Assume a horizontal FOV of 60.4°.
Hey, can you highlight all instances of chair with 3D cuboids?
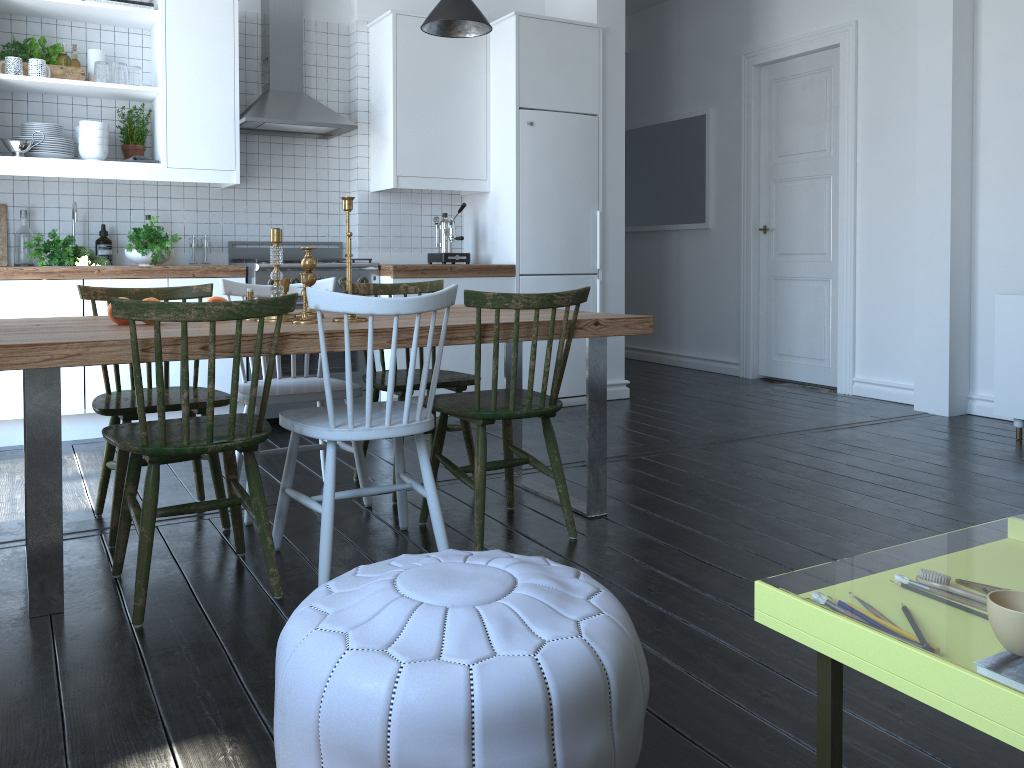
[{"bbox_3d":[-0.840,0.019,3.352,0.467,0.839,0.512,-2,4,-30],"label":"chair"},{"bbox_3d":[-0.873,0.160,2.434,0.468,0.824,0.488,-2,4,-31],"label":"chair"},{"bbox_3d":[-0.405,-0.006,3.580,0.468,0.824,0.488,-2,4,-31],"label":"chair"},{"bbox_3d":[-0.438,0.118,2.662,0.467,0.839,0.512,-2,4,-30],"label":"chair"},{"bbox_3d":[-0.037,0.086,2.932,0.468,0.823,0.488,-2,4,-31],"label":"chair"},{"bbox_3d":[-1.240,0.067,3.082,0.468,0.823,0.488,-2,4,-31],"label":"chair"}]

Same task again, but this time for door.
[{"bbox_3d":[2.047,-1.225,6.294,0.116,2.465,1.045,-1,3,-30],"label":"door"}]

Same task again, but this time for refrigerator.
[{"bbox_3d":[0.150,-0.793,5.652,0.577,1.794,0.683,-1,3,-30],"label":"refrigerator"}]

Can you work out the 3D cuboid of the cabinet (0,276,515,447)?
[{"bbox_3d":[-1.554,-0.191,4.908,3.186,0.811,0.734,-3,5,-21],"label":"cabinet"}]

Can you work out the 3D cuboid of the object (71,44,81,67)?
[{"bbox_3d":[-2.349,-1.707,4.733,0.056,0.233,0.056,-1,2,-27],"label":"object"}]

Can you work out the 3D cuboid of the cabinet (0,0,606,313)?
[{"bbox_3d":[-1.264,-0.985,5.021,3.796,2.362,0.782,-3,3,-26],"label":"cabinet"}]

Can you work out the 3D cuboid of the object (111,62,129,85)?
[{"bbox_3d":[-2.061,-1.626,4.629,0.086,0.119,0.086,-1,4,-7],"label":"object"}]

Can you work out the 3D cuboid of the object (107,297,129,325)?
[{"bbox_3d":[-1.226,-0.229,2.772,0.088,0.089,0.084,-4,6,-39],"label":"object"}]

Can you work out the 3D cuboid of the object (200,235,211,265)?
[{"bbox_3d":[-1.776,-0.776,5.103,0.059,0.172,0.059,-1,2,-16],"label":"object"}]

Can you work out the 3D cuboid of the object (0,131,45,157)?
[{"bbox_3d":[-2.454,-1.198,4.406,0.210,0.134,0.102,-2,4,-17],"label":"object"}]

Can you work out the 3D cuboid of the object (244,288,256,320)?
[{"bbox_3d":[-0.893,-0.275,3.004,0.103,0.113,0.102,-4,6,-44],"label":"object"}]

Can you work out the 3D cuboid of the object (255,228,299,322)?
[{"bbox_3d":[-0.782,-0.362,2.927,0.140,0.309,0.141,0,3,13],"label":"object"}]

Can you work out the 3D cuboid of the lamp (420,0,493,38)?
[{"bbox_3d":[-0.297,-2.360,4.686,0.385,0.936,0.387,-1,3,-21],"label":"lamp"}]

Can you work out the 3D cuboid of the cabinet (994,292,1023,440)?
[{"bbox_3d":[2.951,-0.034,4.050,0.591,0.731,1.209,-2,7,-29],"label":"cabinet"}]

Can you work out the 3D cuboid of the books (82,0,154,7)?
[{"bbox_3d":[-2.137,-2.040,4.764,0.342,0.016,0.276,-4,9,-28],"label":"books"}]

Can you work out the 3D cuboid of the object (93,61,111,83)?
[{"bbox_3d":[-2.142,-1.621,4.600,0.086,0.119,0.086,-1,4,-7],"label":"object"}]

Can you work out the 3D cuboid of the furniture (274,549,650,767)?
[{"bbox_3d":[-0.090,0.529,1.486,0.611,0.417,0.618,-4,7,-35],"label":"furniture"}]

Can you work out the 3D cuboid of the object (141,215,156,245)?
[{"bbox_3d":[-2.033,-0.805,4.926,0.066,0.281,0.066,-1,2,-35],"label":"object"}]

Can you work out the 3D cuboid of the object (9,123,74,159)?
[{"bbox_3d":[-2.457,-1.257,4.604,0.301,0.193,0.308,-3,7,-28],"label":"object"}]

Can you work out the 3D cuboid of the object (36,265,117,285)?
[{"bbox_3d":[-2.267,-0.561,4.585,0.372,0.111,0.356,-4,9,-29],"label":"object"}]

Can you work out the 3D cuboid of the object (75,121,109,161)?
[{"bbox_3d":[-2.228,-1.278,4.672,0.150,0.215,0.311,-2,6,-32],"label":"object"}]

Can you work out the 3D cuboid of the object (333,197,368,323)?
[{"bbox_3d":[-0.530,-0.406,2.880,0.114,0.409,0.114,1,2,22],"label":"object"}]

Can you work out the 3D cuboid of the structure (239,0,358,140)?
[{"bbox_3d":[-1.296,-2.127,5.124,0.634,1.299,0.530,-2,3,-30],"label":"structure"}]

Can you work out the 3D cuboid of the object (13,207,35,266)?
[{"bbox_3d":[-2.585,-0.782,4.665,0.098,0.316,0.098,-1,2,-30],"label":"object"}]

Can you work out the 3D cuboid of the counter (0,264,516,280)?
[{"bbox_3d":[-1.532,-0.615,4.843,3.106,0.073,0.852,-5,9,-29],"label":"counter"}]

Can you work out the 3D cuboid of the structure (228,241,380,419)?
[{"bbox_3d":[-1.207,-0.322,5.109,0.701,1.015,0.725,-2,4,-30],"label":"structure"}]

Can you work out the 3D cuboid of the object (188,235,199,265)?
[{"bbox_3d":[-1.840,-0.774,5.091,0.059,0.172,0.059,-1,2,-16],"label":"object"}]

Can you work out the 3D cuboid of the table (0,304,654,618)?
[{"bbox_3d":[-0.723,0.139,2.950,2.232,0.713,1.025,-4,7,-30],"label":"table"}]

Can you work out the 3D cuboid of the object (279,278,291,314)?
[{"bbox_3d":[-0.797,-0.300,3.088,0.049,0.138,0.049,-1,3,-30],"label":"object"}]

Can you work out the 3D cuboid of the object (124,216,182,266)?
[{"bbox_3d":[-1.940,-0.767,4.717,0.272,0.268,0.340,-4,7,-39],"label":"object"}]

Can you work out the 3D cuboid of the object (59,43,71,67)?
[{"bbox_3d":[-2.371,-1.695,4.670,0.060,0.224,0.060,2,3,43],"label":"object"}]

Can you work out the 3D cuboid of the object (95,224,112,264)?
[{"bbox_3d":[-2.249,-0.765,4.851,0.085,0.230,0.085,1,2,25],"label":"object"}]

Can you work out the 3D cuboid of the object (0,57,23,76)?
[{"bbox_3d":[-2.512,-1.586,4.427,0.108,0.100,0.083,3,5,29],"label":"object"}]

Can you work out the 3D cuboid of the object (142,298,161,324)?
[{"bbox_3d":[-1.146,-0.231,2.797,0.083,0.087,0.091,0,5,-3],"label":"object"}]

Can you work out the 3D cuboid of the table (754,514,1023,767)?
[{"bbox_3d":[1.147,0.503,1.508,1.404,0.397,0.604,-4,8,-30],"label":"table"}]

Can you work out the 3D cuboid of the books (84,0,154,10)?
[{"bbox_3d":[-2.131,-2.012,4.757,0.351,0.037,0.263,-5,9,-30],"label":"books"}]

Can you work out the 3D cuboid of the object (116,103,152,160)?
[{"bbox_3d":[-2.090,-1.381,4.881,0.165,0.364,0.171,0,3,7],"label":"object"}]

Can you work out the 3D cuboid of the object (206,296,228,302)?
[{"bbox_3d":[-1.000,-0.256,2.990,0.089,0.083,0.085,-2,5,-17],"label":"object"}]

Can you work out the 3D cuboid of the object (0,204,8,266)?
[{"bbox_3d":[-2.763,-0.779,4.598,0.220,0.329,0.041,-2,2,-30],"label":"object"}]

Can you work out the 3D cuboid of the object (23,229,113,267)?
[{"bbox_3d":[-2.259,-0.640,4.513,0.284,0.306,0.472,3,7,33],"label":"object"}]

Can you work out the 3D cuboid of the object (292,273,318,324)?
[{"bbox_3d":[-0.659,-0.272,2.801,0.080,0.160,0.080,1,3,17],"label":"object"}]

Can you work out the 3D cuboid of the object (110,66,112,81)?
[{"bbox_3d":[-2.107,-1.637,4.707,0.086,0.119,0.086,2,4,29],"label":"object"}]

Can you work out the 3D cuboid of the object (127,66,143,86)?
[{"bbox_3d":[-2.020,-1.638,4.714,0.086,0.119,0.086,2,4,29],"label":"object"}]

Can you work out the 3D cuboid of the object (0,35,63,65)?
[{"bbox_3d":[-2.534,-1.698,4.594,0.348,0.253,0.164,-5,6,-39],"label":"object"}]

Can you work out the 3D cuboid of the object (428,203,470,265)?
[{"bbox_3d":[-0.365,-0.917,5.399,0.206,0.368,0.355,-2,5,-30],"label":"object"}]

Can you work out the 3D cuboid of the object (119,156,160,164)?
[{"bbox_3d":[-2.033,-1.203,4.764,0.246,0.042,0.278,-6,10,-36],"label":"object"}]

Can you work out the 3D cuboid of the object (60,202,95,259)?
[{"bbox_3d":[-2.315,-0.798,4.720,0.275,0.351,0.189,3,4,37],"label":"object"}]

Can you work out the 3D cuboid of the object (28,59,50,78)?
[{"bbox_3d":[-2.397,-1.593,4.474,0.109,0.100,0.083,-4,6,-40],"label":"object"}]

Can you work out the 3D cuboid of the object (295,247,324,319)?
[{"bbox_3d":[-0.706,-0.351,3.060,0.101,0.246,0.101,0,2,-6],"label":"object"}]

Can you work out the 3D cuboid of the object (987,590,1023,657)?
[{"bbox_3d":[0.676,0.321,1.164,0.087,0.066,0.087,0,6,-1],"label":"object"}]

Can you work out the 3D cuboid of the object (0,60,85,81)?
[{"bbox_3d":[-2.468,-1.617,4.632,0.394,0.103,0.154,-5,8,-30],"label":"object"}]

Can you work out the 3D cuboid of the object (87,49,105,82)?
[{"bbox_3d":[-2.255,-1.697,4.777,0.085,0.221,0.085,-1,3,-23],"label":"object"}]
